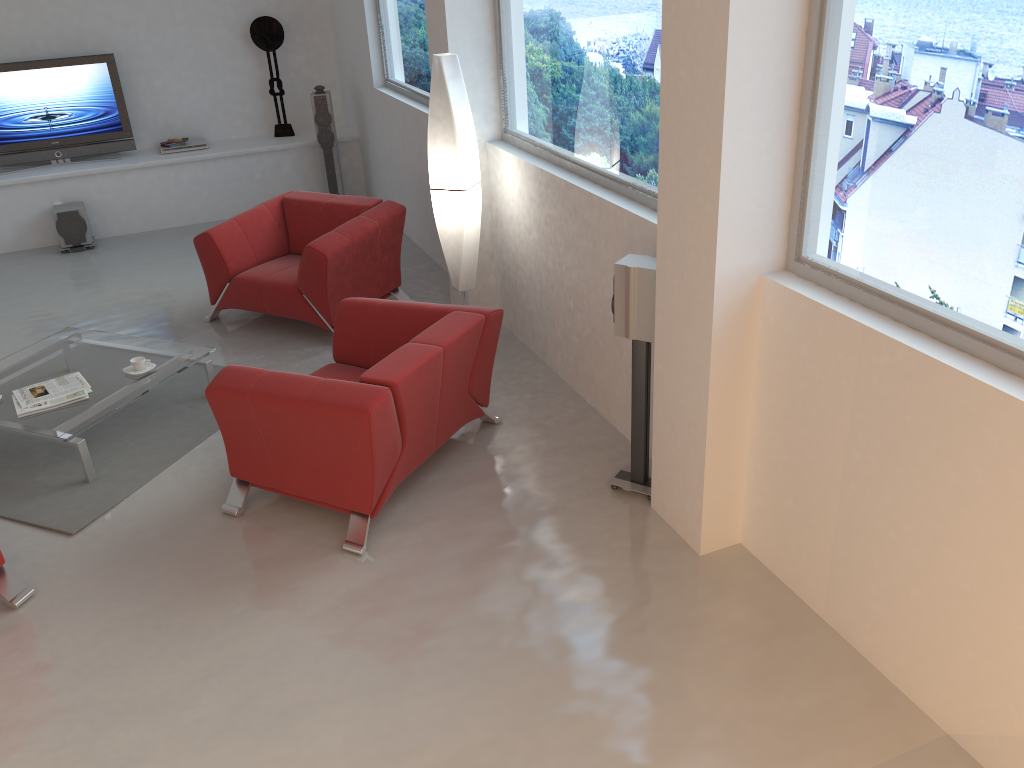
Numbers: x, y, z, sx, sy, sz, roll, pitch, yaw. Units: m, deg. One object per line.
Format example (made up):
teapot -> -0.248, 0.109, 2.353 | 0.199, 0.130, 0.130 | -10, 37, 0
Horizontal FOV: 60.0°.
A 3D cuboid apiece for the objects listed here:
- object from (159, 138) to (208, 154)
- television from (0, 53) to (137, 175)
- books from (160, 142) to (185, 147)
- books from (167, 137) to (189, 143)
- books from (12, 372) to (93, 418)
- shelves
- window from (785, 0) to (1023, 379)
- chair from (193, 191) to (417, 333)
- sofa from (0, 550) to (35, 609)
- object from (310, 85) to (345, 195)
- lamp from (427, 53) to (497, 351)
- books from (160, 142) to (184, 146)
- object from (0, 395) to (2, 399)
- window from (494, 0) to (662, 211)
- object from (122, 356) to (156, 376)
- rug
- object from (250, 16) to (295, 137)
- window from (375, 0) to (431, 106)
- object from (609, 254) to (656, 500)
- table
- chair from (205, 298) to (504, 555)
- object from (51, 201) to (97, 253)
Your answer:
object -> -3.213, -2.332, 8.672 | 0.430, 0.045, 0.352 | -13, 28, -19
television -> -4.258, -2.477, 8.127 | 1.356, 0.919, 0.343 | -13, 28, -19
books -> -3.291, -2.327, 8.606 | 0.135, 0.015, 0.190 | 14, 31, 30
books -> -3.245, -2.364, 8.607 | 0.190, 0.015, 0.135 | -8, 27, -10
books -> -2.438, 0.047, 4.702 | 0.367, 0.035, 0.345 | -18, 30, -27
shelves -> -4.184, -2.000, 8.250 | 5.500, 0.050, 0.650 | -13, 28, -19
window -> 1.454, -0.751, 1.859 | 0.100, 1.800, 2.400 | -13, 28, -19
chair -> -1.449, -0.851, 6.230 | 1.288, 0.738, 0.951 | 11, 30, 26
sofa -> -3.049, 0.652, 3.447 | 1.929, 0.738, 0.951 | 6, 28, 17
object -> -1.783, -2.289, 8.616 | 0.255, 1.184, 0.273 | -6, 27, -5
lamp -> -0.322, -1.025, 5.290 | 0.313, 1.779, 0.313 | -17, 30, -26
books -> -3.293, -2.342, 8.602 | 0.190, 0.015, 0.135 | -25, 34, -36
object -> -2.773, 0.076, 4.644 | 0.153, 0.069, 0.153 | -1, 27, 5
window -> 0.388, -1.870, 4.193 | 0.100, 1.800, 2.400 | -13, 28, -19
object -> -2.072, -0.105, 4.922 | 0.153, 0.069, 0.153 | 15, 32, 31
rug -> -2.462, 0.213, 5.053 | 1.700, 0.025, 1.700 | 8, 29, 21
object -> -2.337, -3.021, 8.744 | 0.331, 1.130, 0.108 | -2, 27, 3
window -> -0.679, -2.990, 6.528 | 0.100, 1.800, 2.400 | -13, 28, -19
object -> 0.571, -0.011, 3.924 | 0.229, 1.112, 0.214 | 14, 31, 30
table -> -2.465, 0.079, 4.997 | 1.162, 0.286, 1.097 | 8, 29, 21
chair -> -0.704, 0.079, 4.307 | 0.951, 0.738, 1.288 | 11, 30, 26
object -> -3.990, -1.425, 8.061 | 0.336, 0.374, 0.337 | -13, 28, -19
